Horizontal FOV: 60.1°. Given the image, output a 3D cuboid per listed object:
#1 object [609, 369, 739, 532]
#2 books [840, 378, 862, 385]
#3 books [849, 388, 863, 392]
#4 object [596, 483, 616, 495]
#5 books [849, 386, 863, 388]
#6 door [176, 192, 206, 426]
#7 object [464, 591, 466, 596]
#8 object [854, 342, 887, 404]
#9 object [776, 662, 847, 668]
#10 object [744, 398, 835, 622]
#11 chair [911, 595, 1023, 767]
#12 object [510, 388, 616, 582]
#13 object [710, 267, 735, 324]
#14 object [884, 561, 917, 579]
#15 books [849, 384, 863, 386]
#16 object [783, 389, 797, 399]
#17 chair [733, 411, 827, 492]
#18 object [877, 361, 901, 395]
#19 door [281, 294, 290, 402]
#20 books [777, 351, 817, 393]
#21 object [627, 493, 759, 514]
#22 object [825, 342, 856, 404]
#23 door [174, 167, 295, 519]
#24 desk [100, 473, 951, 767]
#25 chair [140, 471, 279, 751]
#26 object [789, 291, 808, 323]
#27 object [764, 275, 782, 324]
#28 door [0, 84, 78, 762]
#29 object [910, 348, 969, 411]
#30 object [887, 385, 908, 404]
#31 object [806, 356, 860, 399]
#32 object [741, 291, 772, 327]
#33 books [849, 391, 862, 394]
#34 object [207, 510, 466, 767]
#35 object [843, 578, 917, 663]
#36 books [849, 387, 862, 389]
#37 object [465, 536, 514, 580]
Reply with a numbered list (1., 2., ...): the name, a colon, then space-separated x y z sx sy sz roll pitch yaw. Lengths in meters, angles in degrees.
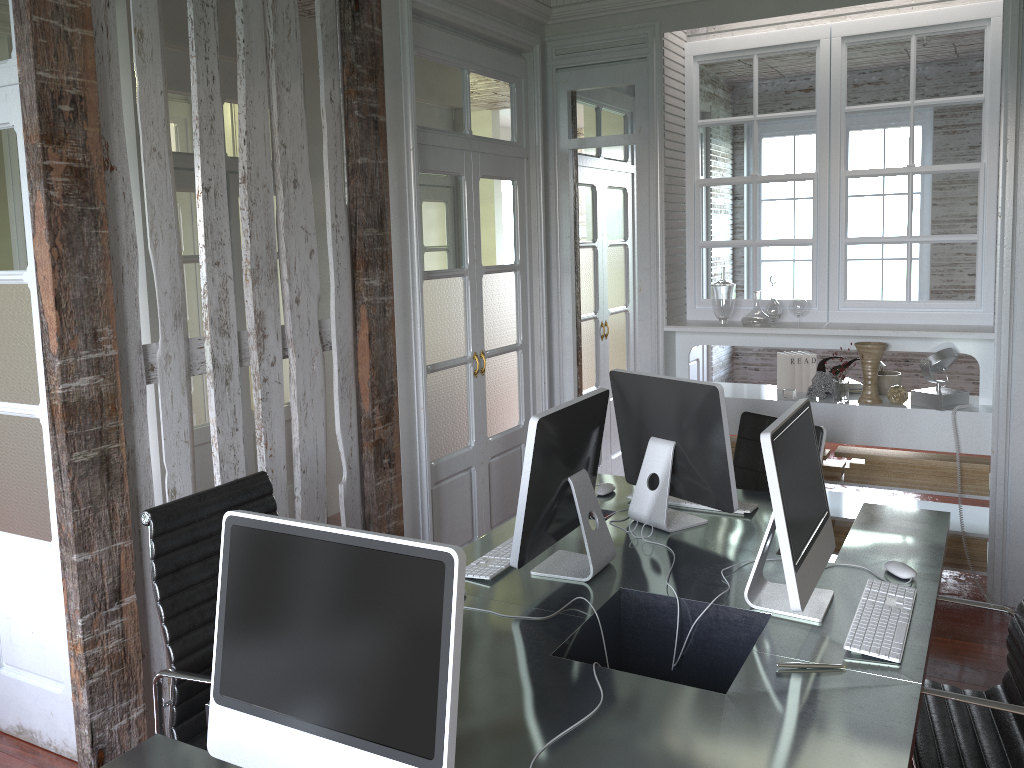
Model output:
1. object: 0.498 0.212 2.883 0.190 0.482 0.485 -6 9 -36
2. books: 1.667 -0.012 4.523 0.168 0.007 0.191 -2 9 0
3. books: 1.668 0.017 4.514 0.181 0.007 0.247 -3 9 -6
4. object: 0.343 0.384 3.254 0.059 0.028 0.107 3 10 27
5. books: 1.667 0.001 4.523 0.168 0.007 0.191 -3 9 -6
6. door: -2.288 -0.173 5.318 0.041 2.073 1.083 2 8 29
7. object: -0.170 0.547 2.366 0.106 0.028 0.059 3 10 27
8. object: 1.685 -0.052 4.164 0.144 0.277 0.144 5 9 42
9. object: 0.645 0.607 1.907 0.149 0.011 0.011 -1 8 5
10. object: 0.702 0.313 2.233 0.190 0.482 0.486 2 9 29
11. chair: 1.065 0.786 2.130 0.699 1.017 0.669 2 8 24
12. object: 0.169 0.286 2.495 0.190 0.482 0.486 2 9 29
13. object: 1.082 -0.442 4.540 0.129 0.313 0.129 -7 8 -36
14. object: 1.055 0.502 2.410 0.059 0.028 0.107 -3 9 -10
15. books: 1.668 -0.005 4.523 0.168 0.007 0.191 -3 9 -6
16. object: 1.351 0.049 4.308 0.066 0.040 0.066 -4 9 -14
17. chair: 0.869 0.623 3.482 0.603 0.914 0.477 -6 8 -31
18. object: 1.835 -0.027 4.372 0.159 0.152 0.217 0 9 14
19. door: -1.431 -0.454 6.878 0.041 2.073 1.083 2 8 29
20. books: 1.457 -0.063 4.533 0.150 0.192 0.144 -2 7 -6
21. object: 0.627 0.409 3.091 0.439 0.017 0.119 3 11 29
22. object: 1.563 -0.055 4.174 0.128 0.286 0.129 -2 7 -4
23. door: -1.533 -0.130 4.920 0.041 2.073 1.083 2 8 29
24. desk: 0.287 0.944 2.179 1.301 0.723 2.523 3 10 28
25. chair: -0.568 0.807 2.298 0.699 1.017 0.669 1 8 23
26. object: 1.439 -0.372 4.448 0.094 0.187 0.095 -1 7 3
27. object: 1.316 -0.412 4.459 0.088 0.270 0.088 1 7 24
28. door: -1.869 0.139 3.038 1.058 2.166 0.041 2 7 29
29. object: 1.945 -0.033 4.028 0.188 0.271 0.167 -5 8 -26
30. object: 1.795 0.048 4.121 0.091 0.087 0.093 -5 9 -24
31. object: 1.574 -0.032 4.367 0.384 0.178 0.158 -8 10 -35
32. object: 1.212 -0.361 4.385 0.148 0.199 0.149 0 7 11
33. books: 1.668 0.025 4.514 0.181 0.011 0.247 -3 9 -6
34. object: -0.283 0.471 1.452 0.484 0.482 0.190 3 8 29
35. object: 0.891 0.559 2.129 0.119 0.017 0.441 3 11 28
36. books: 1.667 0.008 4.524 0.168 0.007 0.191 -3 9 -6
37. object: -0.007 0.502 2.649 0.119 0.017 0.441 3 11 28
